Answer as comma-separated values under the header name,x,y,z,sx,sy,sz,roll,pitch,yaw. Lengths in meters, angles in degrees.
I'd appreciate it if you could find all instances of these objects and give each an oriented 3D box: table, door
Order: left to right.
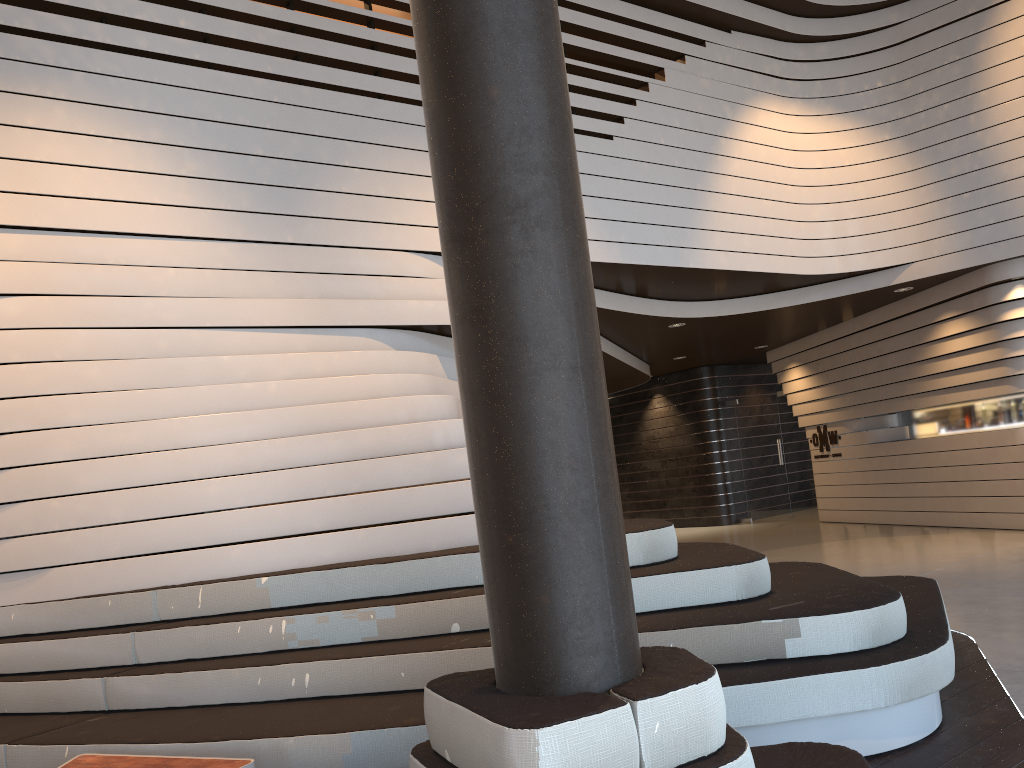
name,x,y,z,sx,sy,sz,roll,pitch,yaw
table,-1.361,1.568,3.117,0.915,0.370,0.411,-10,-4,26
door,4.196,0.880,14.180,0.078,2.697,1.796,-7,-2,-33

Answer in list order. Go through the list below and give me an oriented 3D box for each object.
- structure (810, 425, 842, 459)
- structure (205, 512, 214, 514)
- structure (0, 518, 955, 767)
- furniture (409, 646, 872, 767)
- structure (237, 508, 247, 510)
name,x,y,z,sx,sy,sz,roll,pitch,yaw
structure,4.542,0.835,12.794,0.017,0.468,0.808,-7,-4,-12
structure,-2.759,1.162,8.000,0.104,0.201,0.012,-6,-1,-37
structure,-5.761,1.609,0.881,18.014,0.925,5.862,-2,-8,-41
furniture,0.120,1.083,2.002,1.770,0.721,1.282,-7,-5,-2
structure,-2.522,1.148,8.174,0.141,0.142,0.021,-5,-2,-37
